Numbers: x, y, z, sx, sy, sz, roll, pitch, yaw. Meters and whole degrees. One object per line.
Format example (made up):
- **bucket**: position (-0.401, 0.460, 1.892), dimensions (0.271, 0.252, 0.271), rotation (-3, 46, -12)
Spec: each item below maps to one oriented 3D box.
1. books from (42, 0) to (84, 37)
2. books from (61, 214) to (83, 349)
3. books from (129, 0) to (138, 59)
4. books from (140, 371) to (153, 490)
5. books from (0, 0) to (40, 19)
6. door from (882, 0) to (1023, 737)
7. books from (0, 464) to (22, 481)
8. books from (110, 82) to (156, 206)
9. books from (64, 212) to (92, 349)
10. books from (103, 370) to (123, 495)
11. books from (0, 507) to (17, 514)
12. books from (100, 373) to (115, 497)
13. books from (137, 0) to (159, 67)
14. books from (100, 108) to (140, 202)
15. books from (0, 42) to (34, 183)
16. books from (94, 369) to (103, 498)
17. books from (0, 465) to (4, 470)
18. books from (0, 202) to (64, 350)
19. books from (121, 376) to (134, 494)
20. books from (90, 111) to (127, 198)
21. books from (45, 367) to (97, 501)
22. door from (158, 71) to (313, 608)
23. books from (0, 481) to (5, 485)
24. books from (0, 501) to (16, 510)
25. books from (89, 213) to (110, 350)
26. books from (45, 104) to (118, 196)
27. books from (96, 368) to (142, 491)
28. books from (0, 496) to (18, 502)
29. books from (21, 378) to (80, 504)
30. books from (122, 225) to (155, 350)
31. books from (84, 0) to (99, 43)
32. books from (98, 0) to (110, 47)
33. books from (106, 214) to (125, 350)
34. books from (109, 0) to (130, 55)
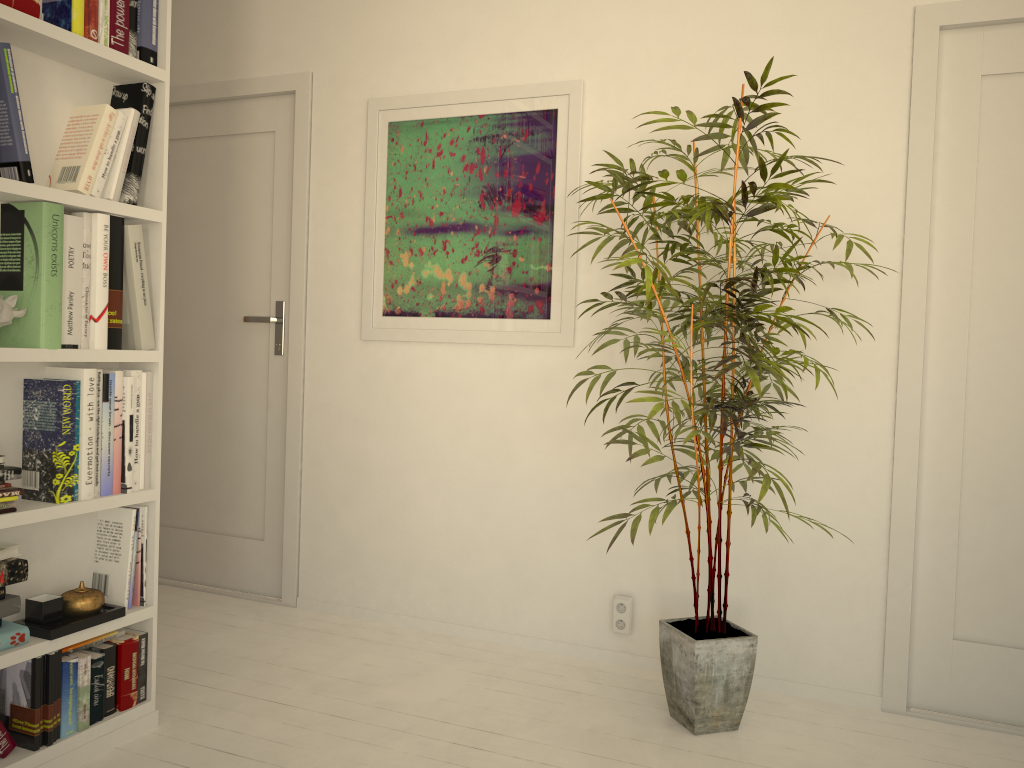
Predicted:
- **books**: position (-1.087, -0.950, 2.084), dimensions (0.200, 0.300, 0.032), rotation (3, 2, 23)
- **books**: position (-1.106, -0.236, 2.081), dimensions (0.200, 0.311, 0.065), rotation (3, 2, 23)
- **books**: position (-1.009, -0.958, 2.223), dimensions (0.161, 0.317, 0.039), rotation (3, 2, 23)
- **books**: position (-1.037, 0.115, 2.313), dimensions (0.229, 0.303, 0.039), rotation (3, 2, 23)
- **books**: position (-1.177, -0.818, 1.830), dimensions (0.202, 0.056, 0.301), rotation (3, 2, 23)
- **door**: position (1.576, -0.040, 2.424), dimensions (0.955, 2.033, 0.166), rotation (3, 2, 23)
- **books**: position (-1.205, 0.194, 1.885), dimensions (0.163, 0.025, 0.235), rotation (3, 2, 29)
- **books**: position (-1.009, -0.604, 2.260), dimensions (0.179, 0.319, 0.092), rotation (3, 2, 23)
- **books**: position (-1.106, -0.246, 2.128), dimensions (0.235, 0.321, 0.023), rotation (3, 2, 23)
- **books**: position (-1.066, 0.115, 2.227), dimensions (0.213, 0.305, 0.025), rotation (3, 2, 23)
- **books**: position (-1.206, 0.272, 1.852), dimensions (0.170, 0.009, 0.247), rotation (3, 2, 26)
- **books**: position (-1.049, 0.122, 2.187), dimensions (0.150, 0.304, 0.035), rotation (3, 2, 23)
- **books**: position (-0.989, -0.945, 2.266), dimensions (0.179, 0.289, 0.054), rotation (3, 2, 23)
- **books**: position (-1.038, -0.565, 2.216), dimensions (0.196, 0.244, 0.092), rotation (3, 2, 23)
- **books**: position (-1.147, -0.581, 1.932), dimensions (0.200, 0.288, 0.093), rotation (3, 2, 23)
- **books**: position (-1.098, 0.114, 2.174), dimensions (0.229, 0.311, 0.027), rotation (3, 2, 23)
- **books**: position (-1.215, 0.177, 1.842), dimensions (0.169, 0.010, 0.221), rotation (3, 2, 26)
- **books**: position (-1.127, -0.245, 2.023), dimensions (0.229, 0.328, 0.056), rotation (3, 2, 23)
- **books**: position (-1.044, 0.123, 2.244), dimensions (0.208, 0.291, 0.022), rotation (3, 2, 23)
- **books**: position (-1.034, -0.556, 2.167), dimensions (0.138, 0.225, 0.105), rotation (3, 2, 23)
- **books**: position (-1.109, 0.114, 2.144), dimensions (0.241, 0.311, 0.037), rotation (3, 2, 23)
- **door**: position (-1.207, -0.182, 3.604), dimensions (0.955, 2.033, 0.166), rotation (3, 2, 23)
- **books**: position (-1.201, 0.215, 1.843), dimensions (0.120, 0.012, 0.238), rotation (3, 2, 18)
- **books**: position (-1.205, 0.260, 1.845), dimensions (0.173, 0.014, 0.247), rotation (3, 2, 22)
- **books**: position (-1.080, -0.247, 2.153), dimensions (0.240, 0.324, 0.037), rotation (3, 2, 23)
- **books**: position (-1.041, -0.558, 2.132), dimensions (0.133, 0.232, 0.115), rotation (3, 2, 23)
- **books**: position (-1.023, 0.115, 2.268), dimensions (0.161, 0.308, 0.037), rotation (3, 2, 23)
- **books**: position (-1.208, 0.247, 1.859), dimensions (0.171, 0.009, 0.248), rotation (3, 2, 26)
- **books**: position (-1.117, 0.129, 2.096), dimensions (0.200, 0.284, 0.057), rotation (3, 2, 23)
- **books**: position (-1.033, -0.246, 2.270), dimensions (0.229, 0.316, 0.099), rotation (3, 2, 23)
- **books**: position (-1.068, -0.948, 2.115), dimensions (0.199, 0.302, 0.039), rotation (3, 2, 23)
- **books**: position (-1.050, -0.948, 2.143), dimensions (0.185, 0.301, 0.029), rotation (3, 2, 23)
- **books**: position (-1.057, -0.250, 2.195), dimensions (0.202, 0.327, 0.056), rotation (3, 2, 23)
- **books**: position (-1.027, -0.944, 2.181), dimensions (0.182, 0.291, 0.059), rotation (3, 2, 23)
